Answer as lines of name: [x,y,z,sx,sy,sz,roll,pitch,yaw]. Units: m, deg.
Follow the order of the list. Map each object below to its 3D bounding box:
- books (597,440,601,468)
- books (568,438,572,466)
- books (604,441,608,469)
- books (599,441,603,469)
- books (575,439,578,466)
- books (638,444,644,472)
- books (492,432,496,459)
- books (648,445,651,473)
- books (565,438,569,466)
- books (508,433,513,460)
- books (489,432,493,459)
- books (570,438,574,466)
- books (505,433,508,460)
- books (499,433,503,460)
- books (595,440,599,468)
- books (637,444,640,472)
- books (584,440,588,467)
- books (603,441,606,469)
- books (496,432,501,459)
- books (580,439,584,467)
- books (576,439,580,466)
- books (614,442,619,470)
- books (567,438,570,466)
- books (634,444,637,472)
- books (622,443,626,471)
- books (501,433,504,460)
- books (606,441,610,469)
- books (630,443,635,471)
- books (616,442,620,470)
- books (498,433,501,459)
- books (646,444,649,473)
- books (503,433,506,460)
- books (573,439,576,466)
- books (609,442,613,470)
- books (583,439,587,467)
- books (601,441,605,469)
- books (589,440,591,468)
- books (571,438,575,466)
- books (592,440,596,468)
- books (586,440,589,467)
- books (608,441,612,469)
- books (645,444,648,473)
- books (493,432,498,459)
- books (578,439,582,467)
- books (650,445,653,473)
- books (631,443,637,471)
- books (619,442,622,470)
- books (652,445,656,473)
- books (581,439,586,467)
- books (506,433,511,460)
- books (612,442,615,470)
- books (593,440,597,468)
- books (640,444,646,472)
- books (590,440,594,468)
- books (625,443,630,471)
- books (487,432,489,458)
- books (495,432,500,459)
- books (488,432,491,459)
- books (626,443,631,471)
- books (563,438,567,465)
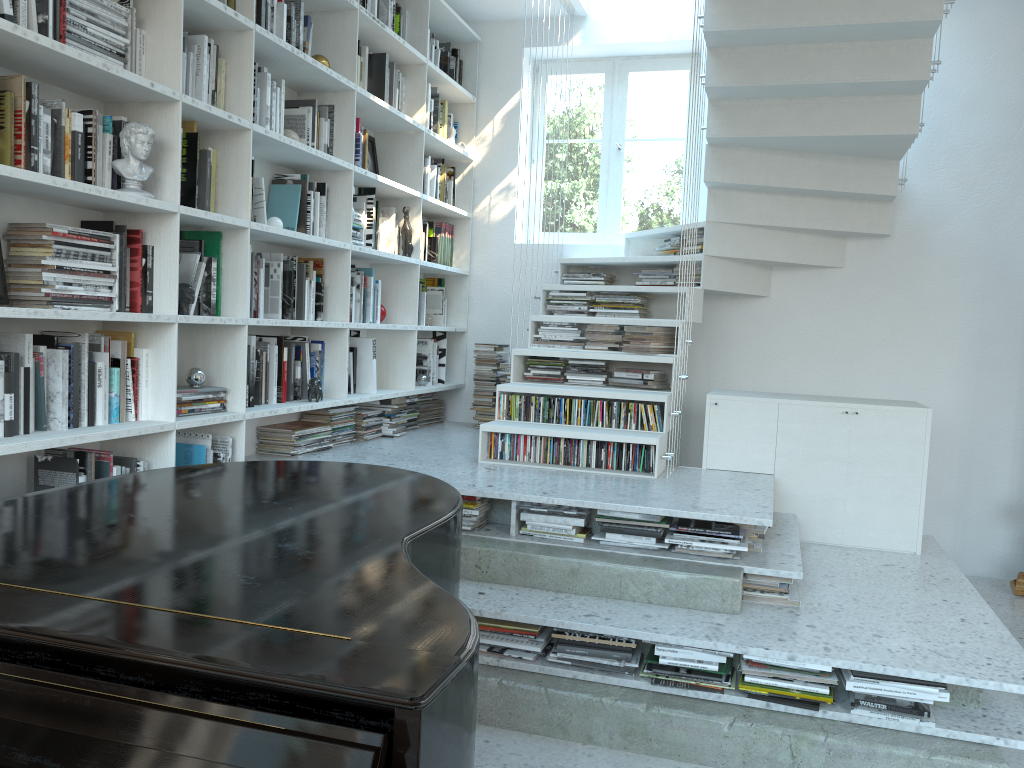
books: [0.414,0.322,4.129,0.012,0.125,0.125,4,4,16]
books: [0.284,0.314,4.168,0.008,0.125,0.125,4,4,16]
books: [0.447,0.324,4.120,0.007,0.125,0.125,4,4,16]
books: [0.425,0.323,4.126,0.008,0.125,0.125,4,4,16]
books: [0.314,0.316,4.159,0.008,0.125,0.125,4,4,16]
books: [0.597,0.334,4.075,0.009,0.125,0.125,4,4,16]
books: [-0.074,0.291,4.274,0.010,0.125,0.125,4,4,16]
books: [0.637,0.337,4.063,0.007,0.125,0.125,4,4,16]
books: [0.271,0.313,4.172,0.008,0.125,0.125,4,4,16]
books: [0.003,0.296,4.251,0.007,0.125,0.125,4,4,16]
books: [-0.083,0.290,4.276,0.008,0.125,0.125,4,4,16]
books: [0.291,0.315,4.166,0.008,0.125,0.125,4,4,16]
books: [-0.012,0.295,4.255,0.009,0.125,0.125,4,4,16]
books: [-0.036,0.293,4.262,0.008,0.125,0.125,4,4,16]
books: [0.406,0.322,4.132,0.010,0.125,0.125,4,4,16]
books: [0.587,0.334,4.078,0.011,0.125,0.125,4,4,16]
books: [0.358,0.319,4.146,0.007,0.125,0.125,4,4,16]
books: [0.439,0.324,4.122,0.007,0.125,0.125,4,4,16]
books: [-0.050,0.293,4.266,0.007,0.125,0.125,4,4,16]
books: [0.337,0.317,4.152,0.008,0.125,0.125,4,4,16]
books: [0.321,0.316,4.157,0.010,0.125,0.125,4,4,16]
books: [0.489,0.327,4.107,0.008,0.125,0.125,4,4,16]
books: [0.277,0.314,4.170,0.008,0.125,0.125,4,4,16]
books: [0.578,0.333,4.081,0.009,0.125,0.125,4,4,16]
books: [0.526,0.330,4.096,0.007,0.125,0.125,4,4,16]
books: [-0.028,0.294,4.260,0.010,0.125,0.125,4,4,16]
books: [0.454,0.325,4.117,0.008,0.125,0.125,4,4,16]
books: [0.557,0.332,4.087,0.010,0.125,0.125,4,4,16]
books: [0.499,0.328,4.104,0.012,0.125,0.125,4,4,16]
books: [-0.043,0.293,4.264,0.008,0.125,0.125,4,4,16]
books: [0.630,0.336,4.066,0.009,0.125,0.125,4,4,16]
books: [-0.020,0.295,4.257,0.007,0.125,0.125,4,4,16]
books: [0.306,0.315,4.161,0.008,0.125,0.125,4,4,16]
books: [0.471,0.326,4.113,0.010,0.125,0.125,4,4,16]
books: [0.351,0.318,4.148,0.008,0.125,0.125,4,4,16]
books: [0.433,0.324,4.124,0.007,0.125,0.125,4,4,16]
books: [0.375,0.320,4.141,0.011,0.125,0.125,4,4,16]
books: [0.299,0.315,4.163,0.007,0.125,0.125,4,4,16]
books: [0.390,0.321,4.136,0.008,0.125,0.125,4,4,16]
books: [0.366,0.319,4.144,0.008,0.125,0.125,4,4,16]
books: [0.462,0.325,4.115,0.008,0.125,0.125,4,4,16]
books: [0.621,0.336,4.068,0.013,0.125,0.125,4,4,16]
books: [-0.065,0.292,4.271,0.009,0.125,0.125,4,4,16]
books: [0.328,0.317,4.155,0.010,0.125,0.125,4,4,16]
books: [0.647,0.337,4.061,0.012,0.125,0.125,4,4,16]
books: [0.568,0.332,4.084,0.013,0.125,0.125,4,4,16]
books: [0.510,0.329,4.101,0.010,0.125,0.125,4,4,16]
books: [0.656,0.338,4.058,0.018,0.125,0.125,4,4,16]
books: [0.344,0.318,4.150,0.008,0.125,0.125,4,4,16]
books: [-0.005,0.296,4.253,0.009,0.125,0.125,4,4,16]
books: [0.481,0.327,4.110,0.010,0.125,0.125,4,4,16]
books: [0.398,0.321,4.134,0.008,0.125,0.125,4,4,16]
books: [0.607,0.335,4.072,0.016,0.125,0.125,4,4,16]
books: [0.382,0.320,4.139,0.011,0.125,0.125,4,4,16]
books: [0.535,0.330,4.094,0.010,0.125,0.125,4,4,16]
books: [-0.097,0.290,4.280,0.007,0.125,0.125,4,4,16]
books: [-0.058,0.292,4.269,0.007,0.125,0.125,4,4,16]
books: [-0.090,0.290,4.278,0.008,0.125,0.125,4,4,16]
books: [0.547,0.331,4.090,0.014,0.125,0.125,4,4,16]
books: [0.263,0.313,4.174,0.008,0.125,0.125,4,4,16]
